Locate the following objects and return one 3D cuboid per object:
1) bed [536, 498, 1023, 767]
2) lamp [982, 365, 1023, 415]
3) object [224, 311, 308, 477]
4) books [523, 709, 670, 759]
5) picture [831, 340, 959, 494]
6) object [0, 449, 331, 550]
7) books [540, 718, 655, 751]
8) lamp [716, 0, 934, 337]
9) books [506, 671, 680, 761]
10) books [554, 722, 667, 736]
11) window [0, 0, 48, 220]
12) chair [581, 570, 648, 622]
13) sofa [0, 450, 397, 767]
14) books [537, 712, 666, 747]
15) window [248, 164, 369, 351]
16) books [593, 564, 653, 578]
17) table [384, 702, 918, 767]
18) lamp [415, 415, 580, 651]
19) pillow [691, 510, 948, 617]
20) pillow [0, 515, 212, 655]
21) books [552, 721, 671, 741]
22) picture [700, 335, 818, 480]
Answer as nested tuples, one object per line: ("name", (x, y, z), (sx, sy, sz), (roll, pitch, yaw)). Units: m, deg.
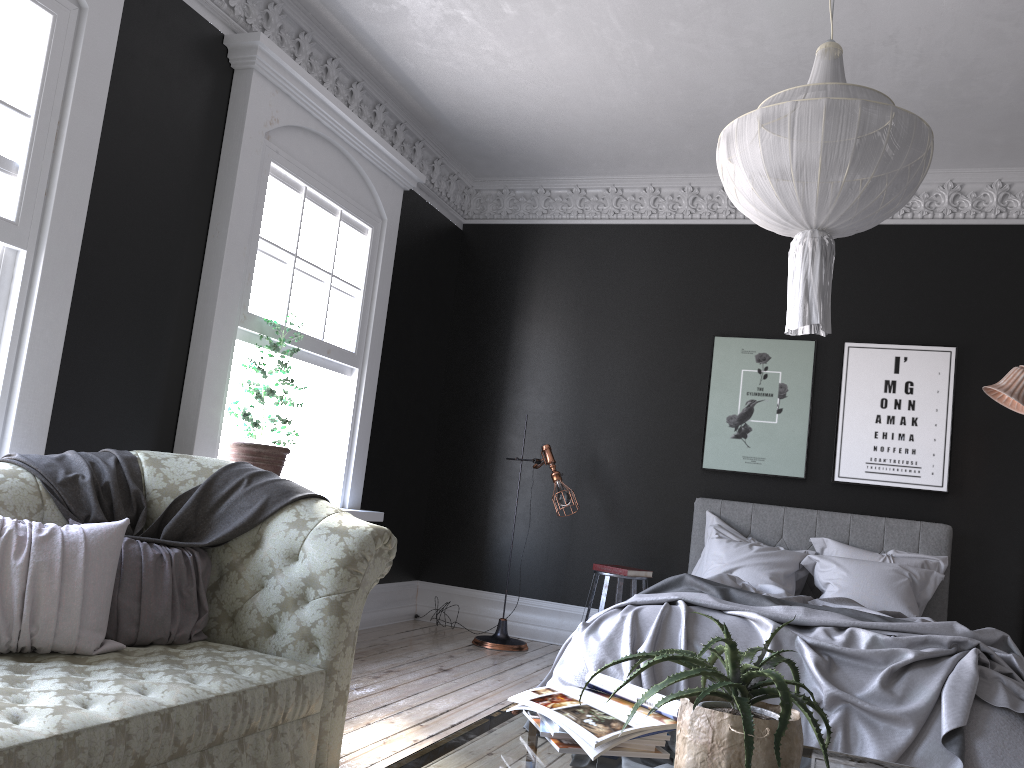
("bed", (1.584, 1.321, 5.116), (2.764, 1.295, 3.292), (6, -7, 9))
("lamp", (3.476, 1.025, 5.483), (0.774, 2.406, 0.986), (11, -8, -36))
("object", (-1.427, 0.133, 5.180), (0.475, 1.131, 0.506), (10, -7, -29))
("books", (0.185, 0.808, 2.055), (0.253, 0.011, 0.319), (8, -8, -12))
("picture", (2.808, 0.226, 6.515), (0.791, 1.076, 0.014), (4, -7, 21))
("object", (-1.411, 0.567, 3.561), (1.368, 0.584, 0.517), (9, -7, -20))
("books", (0.192, 0.804, 2.100), (0.252, 0.011, 0.319), (6, -7, 3))
("lamp", (1.222, -1.193, 3.438), (0.785, 2.044, 0.783), (10, -7, -25))
("books", (0.192, 0.750, 2.034), (0.273, 0.109, 0.322), (12, -9, -34))
("books", (0.209, 0.775, 2.110), (0.252, 0.011, 0.319), (7, -7, -2))
("window", (-2.292, -0.862, 3.121), (0.056, 1.668, 1.266), (4, -7, 21))
("chair", (0.761, 1.722, 6.475), (0.614, 0.671, 0.614), (10, -8, -25))
("sofa", (-1.677, 0.700, 2.599), (1.605, 1.158, 2.821), (4, -8, 22))
("books", (0.190, 0.791, 2.086), (0.252, 0.011, 0.319), (8, -7, -7))
("window", (-1.309, -0.734, 5.734), (0.056, 1.015, 1.266), (4, -7, 21))
("books", (0.813, 1.370, 6.510), (0.276, 0.045, 0.346), (13, -10, -39))
("table", (0.295, 1.087, 1.686), (1.092, 0.557, 1.453), (4, -8, 21))
("lamp", (-0.109, 1.128, 7.055), (0.438, 1.775, 1.719), (11, -8, -31))
("pillow", (2.039, 1.323, 6.149), (1.829, 0.758, 0.682), (4, -7, 20))
("pillow", (-1.443, 0.679, 3.076), (0.405, 0.460, 0.966), (3, -8, 28))
("books", (0.204, 0.784, 2.101), (0.252, 0.011, 0.319), (8, -7, -7))
("picture", (1.904, 0.164, 6.857), (0.791, 1.076, 0.014), (4, -7, 21))
